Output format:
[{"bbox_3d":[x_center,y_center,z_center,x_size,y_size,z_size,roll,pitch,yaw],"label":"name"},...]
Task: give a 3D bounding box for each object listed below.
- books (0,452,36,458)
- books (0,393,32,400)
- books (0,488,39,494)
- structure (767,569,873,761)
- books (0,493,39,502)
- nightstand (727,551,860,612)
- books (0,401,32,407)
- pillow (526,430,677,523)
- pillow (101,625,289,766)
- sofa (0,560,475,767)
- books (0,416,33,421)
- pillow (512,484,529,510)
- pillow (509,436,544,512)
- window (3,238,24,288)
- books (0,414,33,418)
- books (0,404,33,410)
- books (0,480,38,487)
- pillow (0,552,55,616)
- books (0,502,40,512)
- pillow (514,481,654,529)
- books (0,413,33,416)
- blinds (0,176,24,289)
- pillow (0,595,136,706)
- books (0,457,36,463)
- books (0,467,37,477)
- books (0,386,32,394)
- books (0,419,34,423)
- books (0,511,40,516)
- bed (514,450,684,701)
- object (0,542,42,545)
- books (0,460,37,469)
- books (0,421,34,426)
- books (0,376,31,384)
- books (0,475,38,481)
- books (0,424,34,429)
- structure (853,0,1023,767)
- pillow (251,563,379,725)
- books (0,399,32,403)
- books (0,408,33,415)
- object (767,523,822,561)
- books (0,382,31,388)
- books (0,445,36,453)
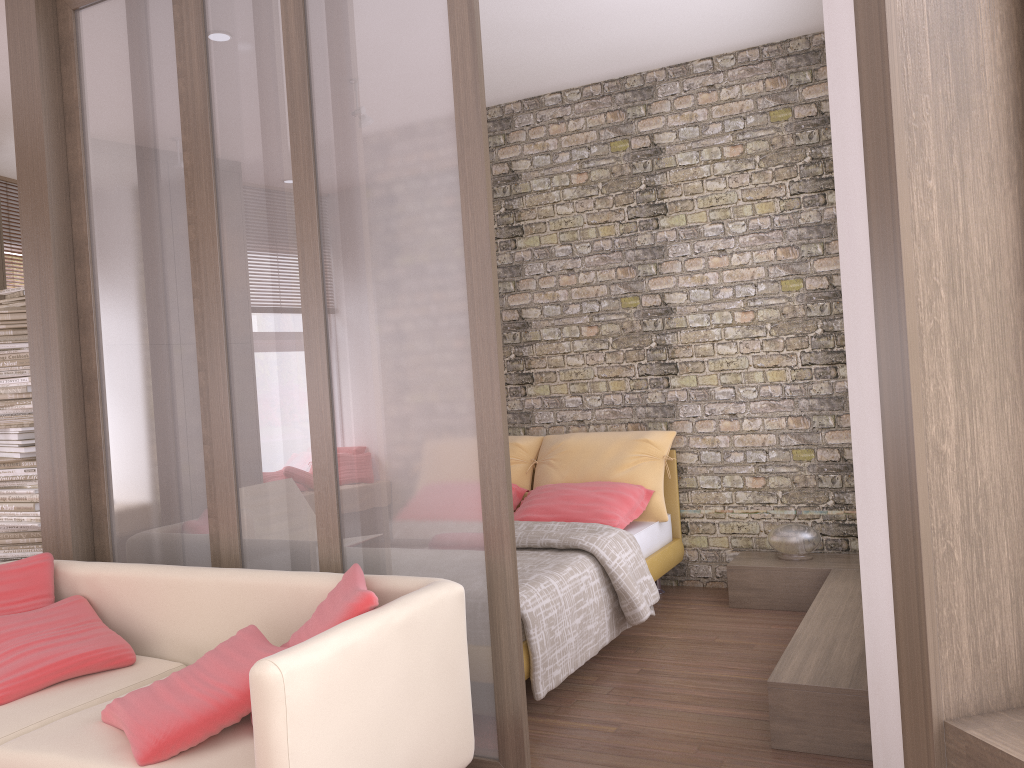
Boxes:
[{"bbox_3d":[-2.674,0.386,5.025,0.322,0.030,0.435,-4,0,-43],"label":"books"},{"bbox_3d":[-2.752,0.067,5.025,0.379,0.028,0.297,-4,0,2],"label":"books"},{"bbox_3d":[-2.691,0.585,5.025,0.510,0.020,0.399,-4,0,27],"label":"books"},{"bbox_3d":[1.586,-0.199,3.755,0.808,2.881,2.039,-4,0,27],"label":"structure"},{"bbox_3d":[-2.661,0.617,5.038,0.542,0.046,0.421,-4,0,27],"label":"books"},{"bbox_3d":[1.623,1.114,5.021,0.707,0.240,0.400,-4,0,27],"label":"nightstand"},{"bbox_3d":[-2.735,0.108,5.016,0.467,0.020,0.283,-4,0,2],"label":"books"},{"bbox_3d":[0.532,0.587,5.583,1.021,0.557,0.366,-4,0,27],"label":"pillow"},{"bbox_3d":[-0.899,0.884,2.575,0.467,0.224,0.507,-4,0,-36],"label":"pillow"},{"bbox_3d":[-1.298,1.061,2.902,2.204,0.751,0.919,-4,0,27],"label":"sofa"},{"bbox_3d":[-2.717,0.189,5.012,0.446,0.012,0.291,-4,0,2],"label":"books"},{"bbox_3d":[-0.372,0.775,5.644,0.831,0.264,0.538,-4,0,27],"label":"pillow"},{"bbox_3d":[-0.260,0.630,5.995,1.019,0.527,0.355,-4,0,27],"label":"pillow"},{"bbox_3d":[-4.000,-0.040,7.085,0.160,2.229,1.407,-4,0,14],"label":"window"},{"bbox_3d":[-2.727,0.178,5.021,0.412,0.011,0.308,-4,0,2],"label":"books"},{"bbox_3d":[-2.715,0.127,5.022,0.388,0.020,0.287,-4,0,22],"label":"books"},{"bbox_3d":[-2.689,0.542,5.034,0.469,0.028,0.368,-4,0,12],"label":"books"},{"bbox_3d":[-1.975,0.870,3.311,0.498,0.377,0.379,-4,0,-28],"label":"pillow"},{"bbox_3d":[-2.691,0.667,5.026,0.522,0.046,0.410,-4,0,27],"label":"books"},{"bbox_3d":[0.377,0.731,5.265,0.834,0.261,0.540,-4,0,27],"label":"pillow"},{"bbox_3d":[-2.749,0.169,5.032,0.395,0.007,0.308,-4,0,2],"label":"books"},{"bbox_3d":[-3.981,-1.073,7.059,0.042,1.138,1.373,-4,0,14],"label":"blinds"},{"bbox_3d":[-1.671,0.934,3.157,0.467,0.224,0.507,-4,0,39],"label":"pillow"},{"bbox_3d":[-2.695,0.412,5.041,0.450,0.022,0.364,-4,0,-13],"label":"books"},{"bbox_3d":[-2.701,0.482,5.022,0.469,0.038,0.364,-4,0,12],"label":"books"},{"bbox_3d":[-2.764,0.035,5.034,0.379,0.039,0.297,-4,0,22],"label":"books"},{"bbox_3d":[-2.731,0.204,5.019,0.432,0.013,0.288,-4,0,2],"label":"books"},{"bbox_3d":[-2.611,0.698,5.005,0.566,0.025,0.423,-4,0,27],"label":"books"},{"bbox_3d":[-0.252,0.931,4.903,2.219,0.861,2.360,-4,0,27],"label":"bed"},{"bbox_3d":[-2.648,0.868,4.978,0.413,0.008,0.243,-4,0,7],"label":"object"},{"bbox_3d":[-2.662,0.439,5.025,0.518,0.038,0.341,-4,0,12],"label":"books"},{"bbox_3d":[-2.739,0.218,5.019,0.444,0.015,0.279,-4,0,2],"label":"books"},{"bbox_3d":[-2.725,-0.020,5.016,0.379,0.028,0.297,-4,0,22],"label":"books"},{"bbox_3d":[-2.693,0.513,4.999,0.442,0.025,0.346,-4,0,12],"label":"books"},{"bbox_3d":[-2.714,0.231,5.001,0.469,0.015,0.267,-4,0,2],"label":"books"},{"bbox_3d":[1.197,-0.162,1.250,0.845,2.881,2.039,-4,0,-13],"label":"structure"},{"bbox_3d":[-0.598,0.780,2.665,0.379,0.377,0.498,-4,0,-13],"label":"pillow"},{"bbox_3d":[-2.762,0.095,5.019,0.368,0.009,0.262,-4,0,2],"label":"books"},{"bbox_3d":[-2.737,0.151,5.041,0.379,0.028,0.297,-4,0,2],"label":"books"},{"bbox_3d":[1.611,0.895,5.061,0.296,0.199,0.211,-4,0,24],"label":"object"},{"bbox_3d":[-2.743,0.005,5.030,0.388,0.020,0.287,-4,0,22],"label":"books"},{"bbox_3d":[-2.647,0.353,4.991,0.317,0.030,0.524,-4,0,-43],"label":"books"}]
